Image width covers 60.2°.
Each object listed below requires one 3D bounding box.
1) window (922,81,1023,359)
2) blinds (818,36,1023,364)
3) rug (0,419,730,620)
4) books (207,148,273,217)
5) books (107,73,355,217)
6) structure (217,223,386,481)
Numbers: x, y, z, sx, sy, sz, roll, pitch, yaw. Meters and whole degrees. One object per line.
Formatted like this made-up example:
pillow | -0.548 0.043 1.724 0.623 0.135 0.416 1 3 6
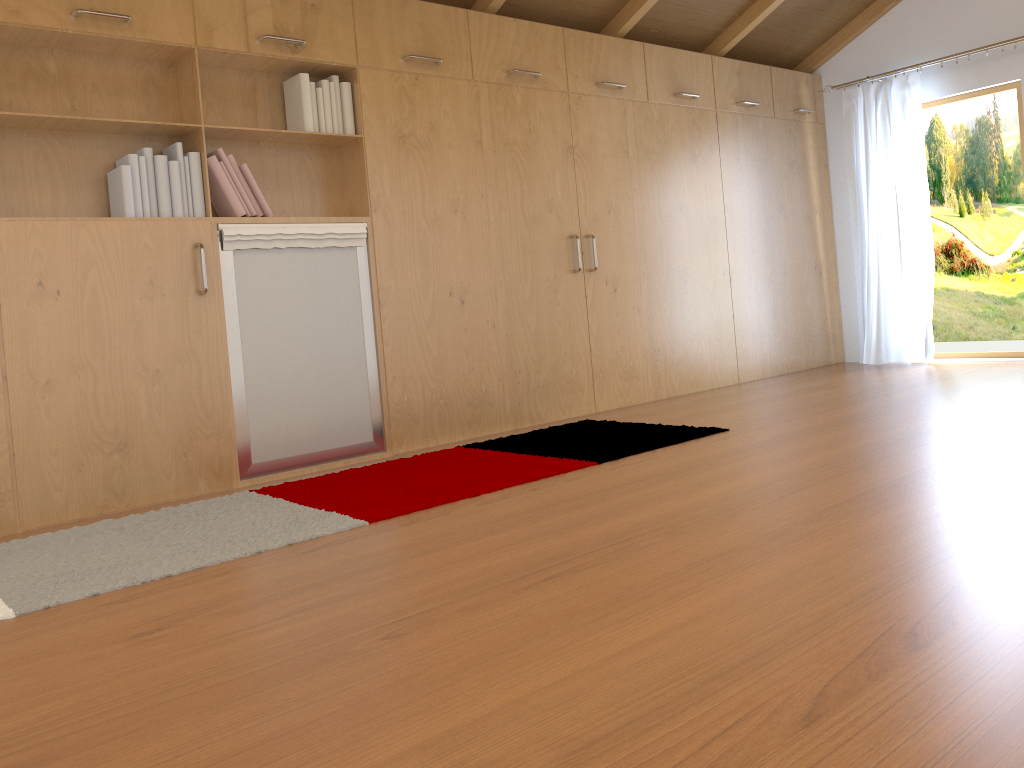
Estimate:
window | 3.079 -1.063 6.003 0.026 1.784 0.872 -5 1 -40
blinds | 3.302 -1.152 5.470 0.234 2.033 2.843 -6 3 -41
rug | -0.730 0.434 3.142 3.737 0.011 0.915 -9 7 -40
books | -1.193 -0.848 3.783 0.280 0.296 0.175 -7 3 -40
books | -1.945 -0.908 3.151 3.122 0.657 0.188 -9 3 -40
structure | -0.973 -0.172 3.945 0.728 1.077 0.315 -7 2 -40
